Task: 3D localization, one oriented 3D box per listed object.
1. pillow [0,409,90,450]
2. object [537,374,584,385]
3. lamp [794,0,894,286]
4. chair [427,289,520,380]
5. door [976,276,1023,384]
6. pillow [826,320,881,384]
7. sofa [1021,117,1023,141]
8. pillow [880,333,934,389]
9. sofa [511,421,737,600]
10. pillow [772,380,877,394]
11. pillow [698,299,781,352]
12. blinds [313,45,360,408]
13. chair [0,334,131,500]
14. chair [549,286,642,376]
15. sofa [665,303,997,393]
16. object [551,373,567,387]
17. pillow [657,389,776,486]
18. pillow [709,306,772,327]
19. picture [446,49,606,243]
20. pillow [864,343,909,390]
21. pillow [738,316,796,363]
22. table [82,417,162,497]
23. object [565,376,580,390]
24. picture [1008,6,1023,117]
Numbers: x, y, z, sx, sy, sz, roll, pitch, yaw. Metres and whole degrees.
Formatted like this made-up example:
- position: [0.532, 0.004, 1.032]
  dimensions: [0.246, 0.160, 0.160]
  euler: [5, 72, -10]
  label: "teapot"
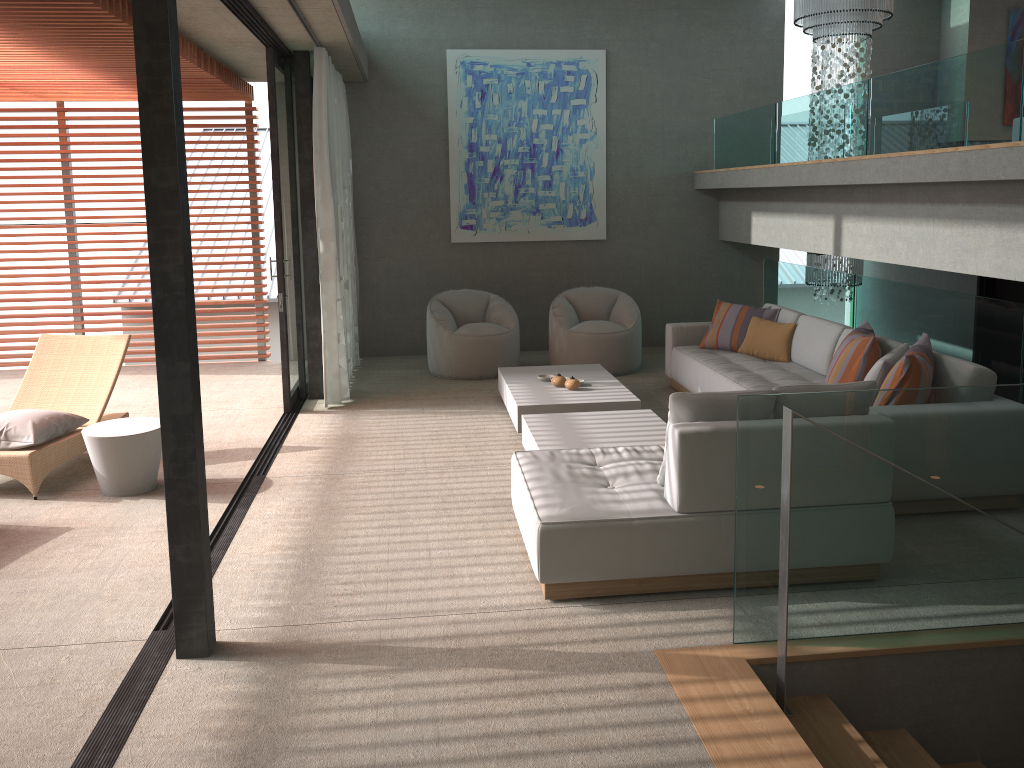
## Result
- position: [-3.096, 0.274, 5.544]
  dimensions: [0.595, 0.192, 0.601]
  euler: [0, 12, 5]
  label: "pillow"
- position: [0.385, -0.027, 7.024]
  dimensions: [0.439, 0.039, 0.156]
  euler: [9, 15, 39]
  label: "object"
- position: [3.557, -2.838, 9.607]
  dimensions: [1.002, 3.896, 1.008]
  euler: [-5, 9, -26]
  label: "lamp"
- position: [-0.385, -0.514, 8.775]
  dimensions: [0.922, 0.779, 0.932]
  euler: [-1, 10, -2]
  label: "chair"
- position: [-0.407, 0.680, 1.527]
  dimensions: [15.393, 4.425, 5.822]
  euler: [-9, 13, -33]
  label: "door"
- position: [2.170, -0.115, 5.645]
  dimensions: [0.311, 0.489, 0.746]
  euler: [2, 11, 17]
  label: "pillow"
- position: [4.845, -1.629, 6.065]
  dimensions: [0.974, 0.853, 3.290]
  euler: [-2, 12, -6]
  label: "sofa"
- position: [2.253, 0.002, 5.034]
  dimensions: [0.280, 0.499, 0.703]
  euler: [5, 12, 36]
  label: "pillow"
- position: [0.835, 0.439, 4.261]
  dimensions: [1.596, 0.725, 1.026]
  euler: [-2, 11, -6]
  label: "sofa"
- position: [1.397, 0.223, 4.045]
  dimensions: [0.492, 0.492, 0.241]
  euler: [-2, 8, -6]
  label: "pillow"
- position: [1.933, -0.477, 7.504]
  dimensions: [0.658, 0.437, 0.343]
  euler: [7, 12, 37]
  label: "pillow"
- position: [-1.633, -1.487, 8.325]
  dimensions: [0.223, 2.891, 2.455]
  euler: [-2, 9, -6]
  label: "blinds"
- position: [-3.181, 0.288, 5.212]
  dimensions: [0.700, 0.817, 2.325]
  euler: [1, 12, 9]
  label: "chair"
- position: [0.828, -0.541, 8.813]
  dimensions: [0.923, 0.779, 0.931]
  euler: [2, 11, 18]
  label: "chair"
- position: [2.080, -0.034, 6.341]
  dimensions: [1.049, 0.744, 3.505]
  euler: [-2, 12, -6]
  label: "sofa"
- position: [0.367, -0.032, 6.888]
  dimensions: [0.119, 0.105, 0.121]
  euler: [-1, 10, -2]
  label: "object"
- position: [0.919, 0.252, 3.997]
  dimensions: [0.492, 0.478, 0.269]
  euler: [-2, 9, -6]
  label: "pillow"
- position: [1.970, -0.477, 7.702]
  dimensions: [0.620, 0.416, 0.314]
  euler: [5, 11, 30]
  label: "pillow"
- position: [0.175, -2.582, 9.617]
  dimensions: [1.720, 2.027, 0.030]
  euler: [-2, 7, -6]
  label: "picture"
- position: [2.233, -0.023, 5.333]
  dimensions: [0.240, 0.401, 0.599]
  euler: [5, 12, 36]
  label: "pillow"
- position: [2.094, -0.363, 7.182]
  dimensions: [0.227, 0.321, 0.466]
  euler: [-9, 13, -42]
  label: "pillow"
- position: [-2.359, 0.451, 5.414]
  dimensions: [0.476, 0.389, 0.480]
  euler: [-6, 11, -24]
  label: "table"
- position: [0.463, -0.008, 6.768]
  dimensions: [0.120, 0.105, 0.121]
  euler: [4, 11, 28]
  label: "object"
- position: [6.234, -3.472, 9.664]
  dimensions: [1.751, 1.237, 0.030]
  euler: [-2, 8, -6]
  label: "picture"
